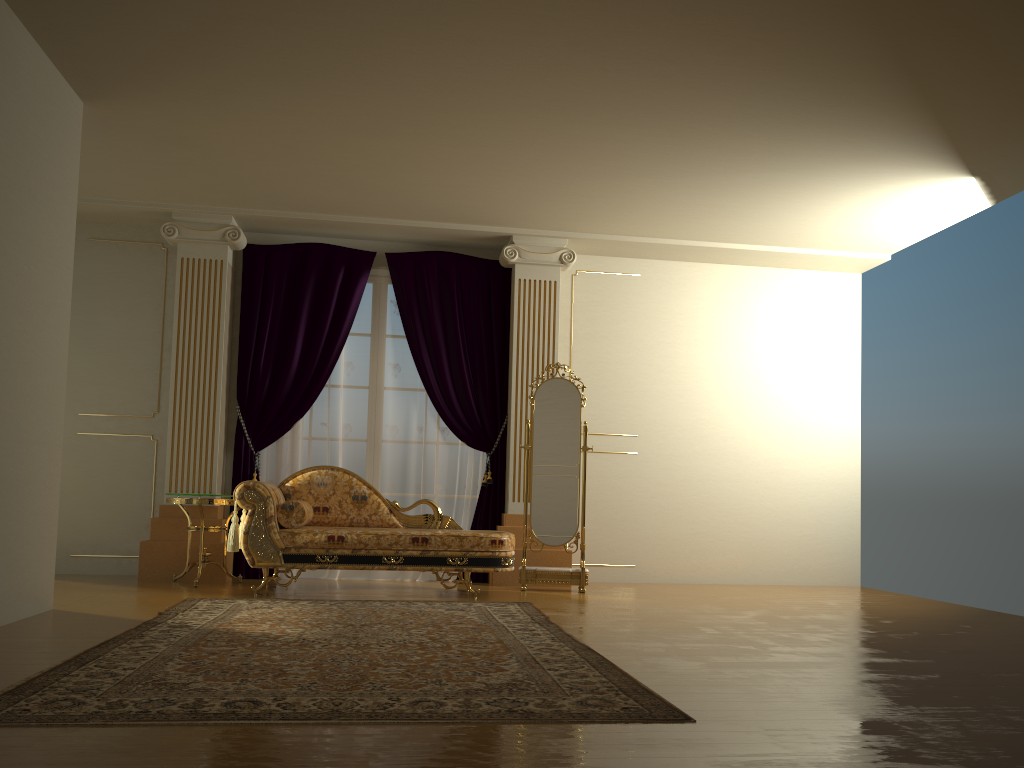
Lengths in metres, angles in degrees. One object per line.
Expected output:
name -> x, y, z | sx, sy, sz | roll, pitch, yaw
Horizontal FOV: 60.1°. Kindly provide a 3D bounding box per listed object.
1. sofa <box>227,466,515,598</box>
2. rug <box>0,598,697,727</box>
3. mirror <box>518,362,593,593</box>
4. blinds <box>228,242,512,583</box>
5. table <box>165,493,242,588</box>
sofa -> -0.916, 0.992, 6.056 | 1.894, 0.866, 0.697 | 3, -5, -8
rug -> -0.713, 1.147, 4.003 | 2.117, 0.017, 3.098 | 3, -8, -8
mirror -> 0.322, 0.679, 6.556 | 0.541, 1.691, 0.244 | 1, -4, 2
blinds -> -1.094, 0.234, 7.057 | 2.236, 2.639, 0.340 | 2, -4, -7
table -> -2.172, 1.105, 6.278 | 0.572, 0.639, 0.574 | -3, -7, 37
